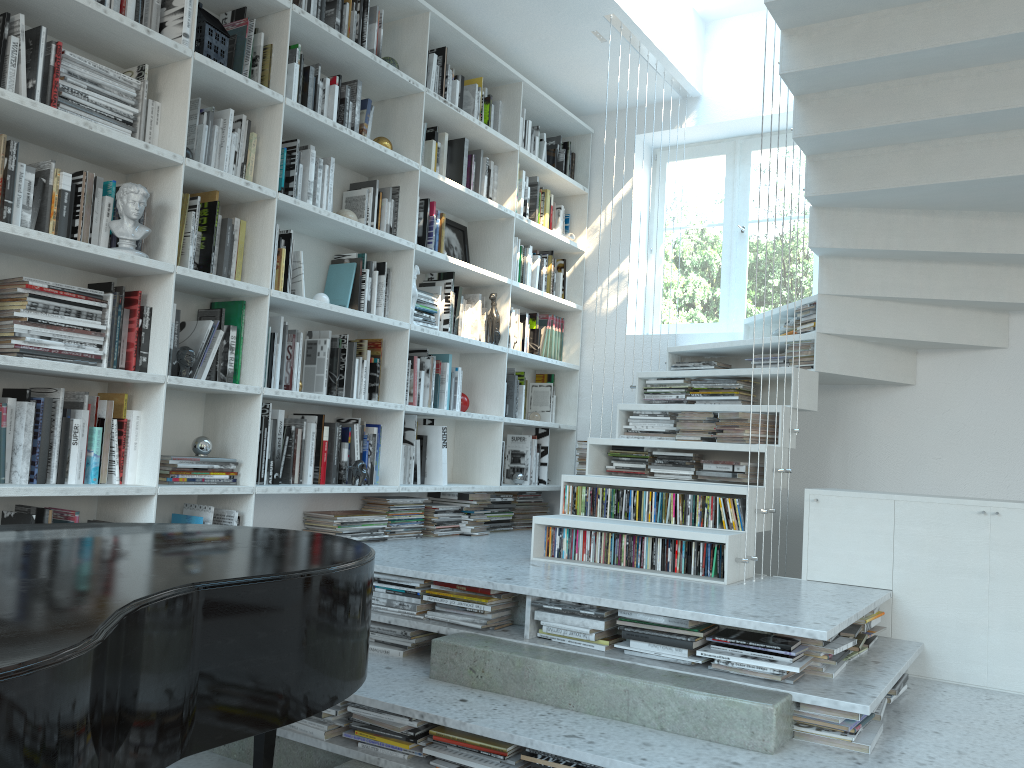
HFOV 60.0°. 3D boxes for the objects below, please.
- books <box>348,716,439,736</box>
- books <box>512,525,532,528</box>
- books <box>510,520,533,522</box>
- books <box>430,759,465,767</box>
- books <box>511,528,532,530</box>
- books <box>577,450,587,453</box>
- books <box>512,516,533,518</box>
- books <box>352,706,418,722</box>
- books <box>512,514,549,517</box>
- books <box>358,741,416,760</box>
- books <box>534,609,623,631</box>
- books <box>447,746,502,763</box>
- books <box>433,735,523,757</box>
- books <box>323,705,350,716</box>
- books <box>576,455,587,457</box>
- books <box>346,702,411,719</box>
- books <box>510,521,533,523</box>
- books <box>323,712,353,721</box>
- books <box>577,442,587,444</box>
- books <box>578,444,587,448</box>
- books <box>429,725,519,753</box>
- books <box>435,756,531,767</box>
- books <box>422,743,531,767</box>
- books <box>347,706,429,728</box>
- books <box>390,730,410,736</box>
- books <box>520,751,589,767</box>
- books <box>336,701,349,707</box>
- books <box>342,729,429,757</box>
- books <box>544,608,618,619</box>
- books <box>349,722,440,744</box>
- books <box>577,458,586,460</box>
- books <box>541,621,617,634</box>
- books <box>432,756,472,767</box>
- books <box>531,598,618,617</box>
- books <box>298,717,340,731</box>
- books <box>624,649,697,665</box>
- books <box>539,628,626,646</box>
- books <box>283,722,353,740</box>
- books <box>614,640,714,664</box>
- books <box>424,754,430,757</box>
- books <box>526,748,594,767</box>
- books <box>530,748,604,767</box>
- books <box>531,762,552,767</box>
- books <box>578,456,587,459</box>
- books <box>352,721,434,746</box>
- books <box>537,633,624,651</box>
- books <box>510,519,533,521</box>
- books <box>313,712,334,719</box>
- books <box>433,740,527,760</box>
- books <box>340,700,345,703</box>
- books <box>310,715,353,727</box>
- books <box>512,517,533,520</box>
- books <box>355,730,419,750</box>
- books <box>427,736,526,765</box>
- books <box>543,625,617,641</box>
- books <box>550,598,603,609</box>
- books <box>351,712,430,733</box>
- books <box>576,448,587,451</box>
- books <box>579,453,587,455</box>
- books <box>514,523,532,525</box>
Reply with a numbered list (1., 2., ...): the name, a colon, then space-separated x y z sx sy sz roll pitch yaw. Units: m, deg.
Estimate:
1. books: -0.345 1.012 2.672 0.241 0.009 0.169 1 -5 28
2. books: 0.037 0.831 5.244 0.207 0.008 0.328 0 -6 37
3. books: 0.035 0.800 5.250 0.207 0.008 0.328 0 -5 35
4. books: -0.084 1.084 2.506 0.254 0.008 0.161 0 -6 37
5. books: 0.032 0.846 5.247 0.205 0.007 0.368 0 -5 35
6. books: 0.488 0.399 5.144 0.150 0.014 0.206 0 -5 32
7. books: 0.038 0.777 5.250 0.207 0.008 0.328 0 -6 36
8. books: -0.341 0.971 2.678 0.227 0.011 0.174 1 -5 31
9. books: 0.039 0.770 5.250 0.205 0.007 0.368 0 -6 36
10. books: -0.344 1.087 2.675 0.180 0.014 0.157 1 -5 29
11. books: 0.225 0.770 2.931 0.250 0.029 0.174 1 -5 30
12. books: -0.071 1.034 2.526 0.180 0.013 0.140 0 -5 33
13. books: -0.081 1.001 2.510 0.235 0.014 0.166 1 -5 27
14. books: -0.611 1.004 2.834 0.294 0.015 0.180 1 -5 30
15. books: 0.485 0.421 5.144 0.144 0.009 0.227 0 -5 32
16. books: -0.348 0.962 2.666 0.224 0.005 0.193 1 -5 28
17. books: 0.037 0.807 5.247 0.205 0.007 0.368 0 -6 38
18. books: -0.603 1.040 2.848 0.206 0.012 0.147 0 -5 33
19. books: 0.497 0.348 5.144 0.159 0.011 0.229 1 -5 31
20. books: 0.484 0.366 5.150 0.123 0.025 0.232 1 -5 29
21. books: -0.082 0.988 2.508 0.249 0.012 0.179 1 -5 29
22. books: -0.072 1.072 2.526 0.269 0.009 0.132 0 -5 33
23. books: -0.083 1.045 2.506 0.287 0.013 0.182 0 -5 33
24. books: -0.343 0.984 2.674 0.252 0.015 0.171 1 -5 29
25. books: -0.336 1.024 2.687 0.180 0.013 0.140 0 -5 35
26. books: 0.184 0.994 2.348 0.281 0.014 0.170 1 -5 29
27. books: -0.598 0.990 2.855 0.255 0.018 0.130 0 -5 35
28. books: -0.345 1.066 2.673 0.292 0.012 0.159 1 -5 29
29. books: 0.232 0.748 2.941 0.208 0.017 0.145 1 -5 27
30. books: -0.344 1.035 2.675 0.246 0.011 0.159 1 -5 28
31. books: 0.490 0.440 5.138 0.160 0.008 0.193 0 -5 32
32. books: 0.221 0.791 2.925 0.187 0.015 0.178 0 -6 37
33. books: -0.073 1.079 2.525 0.296 0.005 0.129 0 -5 34
34. books: 0.221 0.731 2.922 0.256 0.014 0.192 1 -5 28
35. books: -0.610 1.059 2.837 0.221 0.014 0.172 0 -5 33
36. books: 0.487 0.845 2.775 0.230 0.020 0.142 0 -6 37
37. books: 0.234 0.832 2.947 0.258 0.013 0.136 0 -5 32
38. books: -0.615 1.078 2.830 0.230 0.026 0.177 0 -5 35
39. books: 0.485 0.832 2.772 0.292 0.007 0.155 0 -5 35
40. books: -0.339 1.077 2.683 0.283 0.008 0.140 1 -5 30
41. books: 0.191 0.985 2.360 0.268 0.007 0.157 0 -5 32
42. books: 0.190 0.977 2.358 0.239 0.008 0.160 0 -5 33
43. books: 0.189 1.019 2.357 0.239 0.017 0.142 1 -5 28
44. books: 0.481 0.430 5.145 0.131 0.011 0.183 1 -5 30
45. books: -0.335 1.046 2.690 0.294 0.008 0.123 0 -5 35
46. books: 0.229 0.846 2.938 0.262 0.016 0.132 0 -6 37
47. books: 0.033 0.792 5.252 0.207 0.008 0.328 0 -6 40
48. books: -0.610 1.022 2.836 0.193 0.020 0.171 0 -6 36
49. books: -0.077 1.014 2.516 0.241 0.009 0.169 0 -5 32
50. books: -0.604 0.977 2.845 0.285 0.006 0.159 0 -5 34
51. books: -0.603 1.049 2.849 0.300 0.007 0.149 0 -5 32
52. books: 0.033 0.785 5.253 0.205 0.007 0.368 0 -5 34
53. books: -0.342 1.055 2.678 0.205 0.012 0.165 0 -5 32
54. books: -0.075 1.023 2.519 0.297 0.009 0.155 0 -5 33
55. books: 0.226 0.812 2.934 0.192 0.024 0.167 0 -5 33
56. books: 0.237 0.719 2.949 0.181 0.014 0.134 0 -6 37
57. books: -0.348 0.999 2.667 0.199 0.016 0.182 0 -6 37
58. books: 0.493 0.385 5.142 0.155 0.014 0.235 0 -5 33
59. books: 0.483 0.411 5.145 0.121 0.011 0.215 1 -5 27
60. books: 0.027 0.815 5.254 0.207 0.008 0.328 0 -5 32
